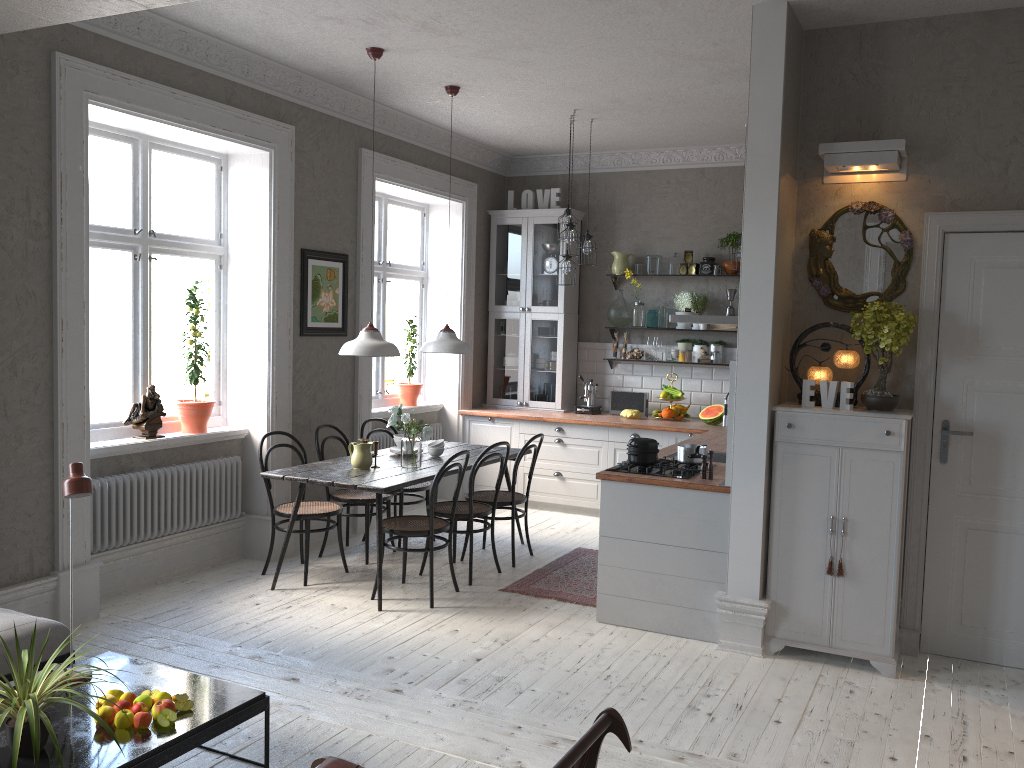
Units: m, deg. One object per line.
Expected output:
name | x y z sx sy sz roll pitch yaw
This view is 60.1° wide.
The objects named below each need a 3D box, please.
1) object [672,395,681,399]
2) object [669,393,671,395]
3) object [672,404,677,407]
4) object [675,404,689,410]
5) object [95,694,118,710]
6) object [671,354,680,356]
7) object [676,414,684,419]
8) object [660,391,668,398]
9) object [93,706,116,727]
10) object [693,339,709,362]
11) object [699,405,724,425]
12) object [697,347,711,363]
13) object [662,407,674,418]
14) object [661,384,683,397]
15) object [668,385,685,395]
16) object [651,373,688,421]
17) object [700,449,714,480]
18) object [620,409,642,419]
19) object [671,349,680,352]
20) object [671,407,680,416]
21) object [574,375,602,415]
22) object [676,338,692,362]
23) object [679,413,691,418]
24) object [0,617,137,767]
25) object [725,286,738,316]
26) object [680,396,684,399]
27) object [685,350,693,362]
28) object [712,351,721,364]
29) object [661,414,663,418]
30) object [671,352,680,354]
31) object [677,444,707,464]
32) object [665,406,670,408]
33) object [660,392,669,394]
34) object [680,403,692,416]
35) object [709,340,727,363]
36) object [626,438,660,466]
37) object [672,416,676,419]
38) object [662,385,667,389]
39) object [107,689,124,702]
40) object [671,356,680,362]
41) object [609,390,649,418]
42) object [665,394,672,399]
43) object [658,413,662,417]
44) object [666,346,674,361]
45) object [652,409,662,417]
object | 1.470 0.126 7.936 0.075 0.062 0.100 2 4 -1
object | 1.427 0.104 8.068 0.061 0.054 0.057 -1 5 -38
object | 1.480 0.225 8.033 0.084 0.093 0.088 3 4 22
object | 1.531 0.214 7.961 0.125 0.056 0.060 3 4 18
object | -1.396 1.104 3.046 0.066 0.066 0.072 4 5 31
object | 1.483 -0.246 8.049 0.076 0.051 0.078 3 4 19
object | 1.495 0.292 7.892 0.069 0.051 0.089 1 4 -16
object | 1.362 0.098 7.931 0.080 0.069 0.058 -2 5 -44
object | -1.362 1.110 2.962 0.069 0.066 0.071 5 5 41
object | 1.717 -0.304 8.086 0.150 0.214 0.170 -1 5 -34
object | 1.731 0.268 7.650 0.222 0.174 0.231 -2 5 -42
object | 1.742 -0.261 7.977 0.119 0.147 0.100 1 4 -6
object | 1.386 0.255 7.866 0.113 0.110 0.111 1 4 -7
object | 1.438 0.057 7.941 0.207 0.101 0.068 4 5 32
object | 1.495 0.065 7.991 0.090 0.096 0.177 -2 5 -44
object | 1.436 0.111 7.974 0.349 0.425 0.354 2 4 11
object | 1.073 0.438 4.868 0.072 0.166 0.036 3 4 26
object | 1.072 0.269 7.969 0.193 0.083 0.192 4 4 26
object | 1.485 -0.289 8.046 0.076 0.051 0.078 3 4 12
object | 1.456 0.243 7.916 0.089 0.078 0.087 -1 5 -37
object | 0.698 0.094 8.268 0.202 0.370 0.359 4 4 26
object | 1.575 -0.316 8.143 0.156 0.217 0.156 2 4 6
object | 1.536 0.276 8.009 0.055 0.044 0.213 0 4 -25
object | -1.481 0.951 2.769 0.716 0.420 0.677 5 5 44
object | 1.951 -0.729 7.906 0.129 0.287 0.132 2 4 11
object | 1.520 0.124 7.946 0.051 0.050 0.050 4 5 35
object | 1.611 -0.254 8.049 0.077 0.108 0.079 3 4 20
object | 1.830 -0.238 7.916 0.077 0.108 0.079 3 4 20
object | 1.380 0.281 8.009 0.069 0.076 0.230 2 4 9
object | 1.484 -0.263 8.047 0.075 0.051 0.079 6 5 45
object | 1.099 0.402 5.205 0.178 0.134 0.298 0 4 -29
object | 1.455 0.234 8.053 0.157 0.076 0.077 -1 5 -38
object | 1.382 0.110 8.006 0.095 0.078 0.102 3 4 13
object | 1.551 0.222 7.943 0.128 0.120 0.060 -2 5 -40
object | 1.868 -0.294 8.024 0.156 0.213 0.155 3 4 24
object | 0.755 0.390 5.111 0.189 0.147 0.194 2 4 6
object | 1.435 0.294 7.926 0.070 0.065 0.070 -2 5 -43
object | 1.382 0.032 7.971 0.072 0.058 0.051 2 4 2
object | -1.405 1.104 3.121 0.068 0.055 0.059 1 4 -7
object | 1.483 -0.229 8.050 0.076 0.051 0.078 3 4 19
object | 1.081 0.183 8.188 0.346 0.226 0.089 4 4 25
object | 1.404 0.122 7.928 0.062 0.061 0.068 4 4 26
object | 1.360 0.272 8.001 0.090 0.057 0.084 -1 5 -32
object | 1.444 -0.278 8.115 0.079 0.139 0.078 2 4 -1
object | 1.341 0.265 8.050 0.155 0.072 0.075 -1 5 -35
